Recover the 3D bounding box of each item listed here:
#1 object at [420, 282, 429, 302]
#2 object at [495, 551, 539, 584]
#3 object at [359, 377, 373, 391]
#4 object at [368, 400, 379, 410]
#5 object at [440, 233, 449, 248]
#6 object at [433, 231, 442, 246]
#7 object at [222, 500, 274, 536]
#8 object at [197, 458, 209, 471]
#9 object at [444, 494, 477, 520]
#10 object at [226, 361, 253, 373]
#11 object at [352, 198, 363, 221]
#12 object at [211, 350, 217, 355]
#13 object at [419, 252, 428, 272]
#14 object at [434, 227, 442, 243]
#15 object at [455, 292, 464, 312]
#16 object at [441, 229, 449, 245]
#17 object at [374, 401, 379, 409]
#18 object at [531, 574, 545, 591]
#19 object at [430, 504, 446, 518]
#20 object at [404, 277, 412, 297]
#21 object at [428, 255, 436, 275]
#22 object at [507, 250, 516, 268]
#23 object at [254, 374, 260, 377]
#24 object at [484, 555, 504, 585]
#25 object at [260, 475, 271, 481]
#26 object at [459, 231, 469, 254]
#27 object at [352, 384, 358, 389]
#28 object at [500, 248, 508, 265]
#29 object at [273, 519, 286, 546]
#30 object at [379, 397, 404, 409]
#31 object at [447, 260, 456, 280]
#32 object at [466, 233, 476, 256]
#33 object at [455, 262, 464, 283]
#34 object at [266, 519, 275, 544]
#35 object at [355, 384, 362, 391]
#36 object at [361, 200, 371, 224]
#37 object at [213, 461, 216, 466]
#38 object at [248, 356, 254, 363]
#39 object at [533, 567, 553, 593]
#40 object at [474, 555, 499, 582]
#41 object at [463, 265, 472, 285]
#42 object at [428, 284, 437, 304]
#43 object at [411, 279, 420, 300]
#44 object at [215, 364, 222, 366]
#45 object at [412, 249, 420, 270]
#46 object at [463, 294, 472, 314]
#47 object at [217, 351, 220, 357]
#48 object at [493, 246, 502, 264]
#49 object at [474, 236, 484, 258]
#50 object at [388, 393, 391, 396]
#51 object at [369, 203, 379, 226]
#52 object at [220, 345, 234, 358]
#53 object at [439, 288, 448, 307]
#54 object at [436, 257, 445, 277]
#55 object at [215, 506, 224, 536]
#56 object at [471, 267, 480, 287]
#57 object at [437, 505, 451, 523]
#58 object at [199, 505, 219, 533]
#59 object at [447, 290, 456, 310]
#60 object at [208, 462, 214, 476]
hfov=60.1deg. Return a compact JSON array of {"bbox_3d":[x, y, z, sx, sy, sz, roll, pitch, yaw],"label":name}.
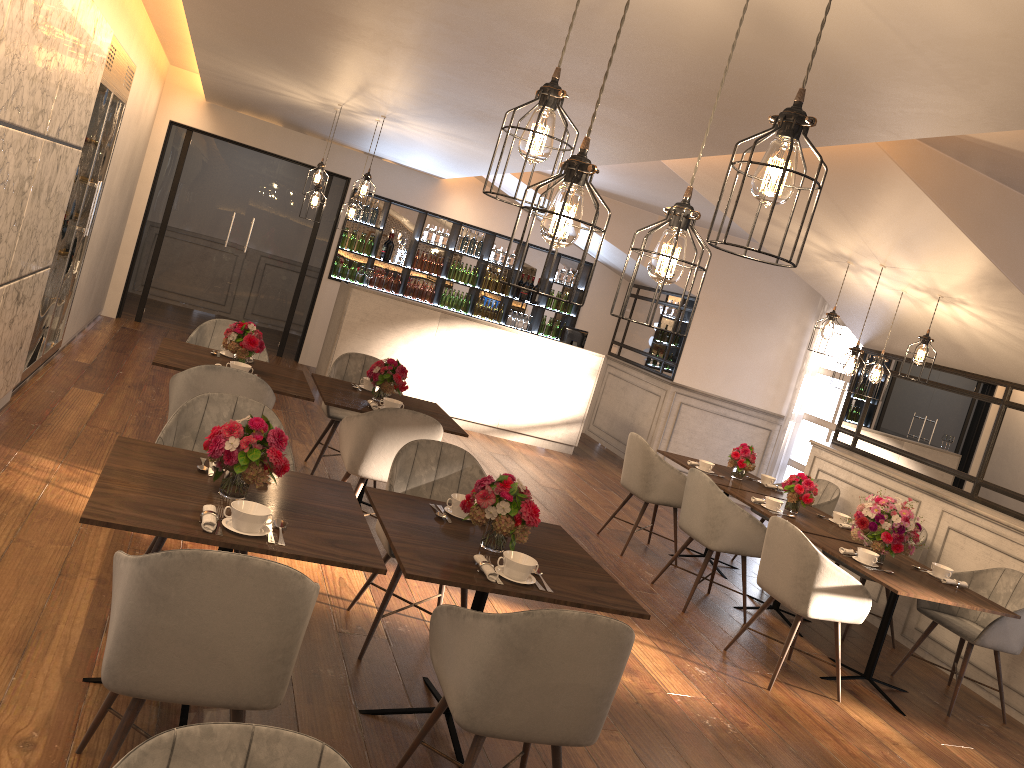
[{"bbox_3d":[-1.107,-1.171,11.230,0.065,0.261,0.066,14,4,-41],"label":"object"},{"bbox_3d":[0.019,0.632,3.045,0.149,0.072,0.148,19,6,23],"label":"object"},{"bbox_3d":[-0.951,0.006,5.962,0.148,0.072,0.149,17,6,3],"label":"object"},{"bbox_3d":[-0.843,0.125,5.363,0.056,0.039,0.177,15,6,-20],"label":"object"},{"bbox_3d":[-0.846,-1.817,11.182,0.069,0.189,0.041,15,4,-20],"label":"object"},{"bbox_3d":[-0.938,-1.840,11.149,0.069,0.189,0.041,15,4,-20],"label":"object"},{"bbox_3d":[-0.817,0.417,2.742,0.149,0.072,0.148,19,6,23],"label":"object"},{"bbox_3d":[-1.138,0.293,3.250,0.042,0.015,0.199,14,7,-24],"label":"object"},{"bbox_3d":[-0.197,0.503,3.607,0.149,0.072,0.148,19,6,23],"label":"object"},{"bbox_3d":[-1.570,-0.079,5.097,0.149,0.072,0.148,19,6,23],"label":"object"},{"bbox_3d":[-1.870,-2.143,10.800,0.075,0.309,0.075,17,3,5],"label":"object"},{"bbox_3d":[-1.885,-0.202,5.608,0.042,0.015,0.199,15,7,-16],"label":"object"},{"bbox_3d":[-1.103,-1.543,11.174,0.065,0.261,0.066,14,4,-41],"label":"object"},{"bbox_3d":[-0.927,-1.875,11.146,0.069,0.208,0.040,15,3,-20],"label":"object"},{"bbox_3d":[-0.668,-1.059,11.389,0.065,0.261,0.066,14,4,-41],"label":"object"},{"bbox_3d":[-0.836,-1.852,11.180,0.069,0.208,0.040,15,3,-20],"label":"object"},{"bbox_3d":[-0.817,0.138,5.384,0.025,0.024,0.194,15,6,-20],"label":"object"},{"bbox_3d":[0.072,0.678,3.098,0.022,0.004,0.212,14,7,-20],"label":"object"},{"bbox_3d":[-0.303,0.508,3.553,0.042,0.015,0.199,14,7,-24],"label":"object"},{"bbox_3d":[-1.308,-1.223,11.157,0.065,0.261,0.066,14,4,-41],"label":"object"},{"bbox_3d":[-1.003,-1.517,11.210,0.065,0.261,0.066,14,4,-41],"label":"object"},{"bbox_3d":[0.003,-1.622,11.486,0.069,0.235,0.041,15,3,-20],"label":"object"},{"bbox_3d":[-1.489,-0.031,5.152,0.042,0.015,0.199,15,7,-16],"label":"object"},{"bbox_3d":[-0.063,0.635,3.029,0.025,0.024,0.194,15,6,-20],"label":"object"},{"bbox_3d":[-0.934,0.331,3.343,0.056,0.039,0.177,15,6,-20],"label":"object"},{"bbox_3d":[-0.599,-1.816,11.261,0.075,0.309,0.075,17,3,13],"label":"object"},{"bbox_3d":[-1.049,0.013,5.911,0.042,0.015,0.199,15,7,-16],"label":"object"},{"bbox_3d":[-0.089,-1.645,11.453,0.069,0.235,0.041,15,3,-20],"label":"object"},{"bbox_3d":[-0.728,0.468,2.799,0.042,0.015,0.199,14,7,-24],"label":"object"},{"bbox_3d":[-0.735,0.136,5.400,0.149,0.072,0.148,19,6,23],"label":"object"},{"bbox_3d":[-0.765,-1.456,11.296,0.065,0.261,0.066,14,4,-41],"label":"object"},{"bbox_3d":[-0.504,-1.791,11.295,0.075,0.309,0.075,16,3,-9],"label":"object"},{"bbox_3d":[-0.664,-1.431,11.333,0.065,0.262,0.066,14,4,-41],"label":"object"},{"bbox_3d":[-0.764,0.463,2.795,0.022,0.004,0.212,14,7,-20],"label":"object"},{"bbox_3d":[-1.024,0.026,5.914,0.022,0.004,0.212,14,7,-20],"label":"object"},{"bbox_3d":[-1.775,-2.118,10.835,0.076,0.309,0.075,18,4,23],"label":"object"},{"bbox_3d":[-1.033,0.288,3.304,0.149,0.072,0.148,19,6,23],"label":"object"},{"bbox_3d":[-1.688,-0.166,5.698,0.056,0.039,0.177,15,6,-20],"label":"object"},{"bbox_3d":[0.108,0.683,3.102,0.042,0.015,0.199,14,7,-24],"label":"object"},{"bbox_3d":[-0.090,0.622,3.008,0.056,0.039,0.177,15,6,-20],"label":"object"},{"bbox_3d":[-0.564,-1.405,11.369,0.065,0.262,0.066,14,4,-41],"label":"object"},{"bbox_3d":[-1.006,-1.146,11.266,0.065,0.261,0.066,14,4,-41],"label":"object"},{"bbox_3d":[-1.207,-1.197,11.194,0.065,0.261,0.066,14,4,-41],"label":"object"},{"bbox_3d":[-1.679,-0.090,5.060,0.056,0.039,0.177,15,6,-20],"label":"object"},{"bbox_3d":[-1.204,-1.569,11.137,0.065,0.261,0.066,14,4,-41],"label":"object"},{"bbox_3d":[-0.567,-1.033,11.426,0.065,0.261,0.066,14,4,-41],"label":"object"},{"bbox_3d":[-1.859,-0.189,5.611,0.022,0.004,0.212,14,7,-20],"label":"object"},{"bbox_3d":[-0.180,-1.669,11.419,0.069,0.235,0.041,15,3,-20],"label":"object"},{"bbox_3d":[-0.410,-1.767,11.330,0.075,0.309,0.075,16,3,-9],"label":"object"},{"bbox_3d":[-0.852,0.049,6.001,0.056,0.039,0.177,15,6,-20],"label":"object"},{"bbox_3d":[-1.680,-2.094,10.869,0.075,0.309,0.075,18,4,27],"label":"object"},{"bbox_3d":[-1.787,-0.209,5.659,0.148,0.072,0.149,17,6,3],"label":"object"},{"bbox_3d":[-0.869,-1.110,11.316,0.065,0.261,0.066,14,4,-41],"label":"object"},{"bbox_3d":[-0.902,-1.491,11.247,0.065,0.261,0.066,14,4,-41],"label":"object"},{"bbox_3d":[-0.899,0.420,2.726,0.025,0.024,0.194,15,6,-20],"label":"object"},{"bbox_3d":[-0.463,-1.379,11.406,0.065,0.262,0.066,14,4,-41],"label":"object"},{"bbox_3d":[-0.270,0.523,3.558,0.022,0.004,0.212,14,7,-20],"label":"object"},{"bbox_3d":[-0.925,0.407,2.705,0.056,0.039,0.177,15,6,-20],"label":"object"},{"bbox_3d":[-0.768,-1.084,11.353,0.065,0.261,0.066,14,4,-41],"label":"object"},{"bbox_3d":[-1.106,0.308,3.256,0.022,0.004,0.212,14,7,-20],"label":"object"}]
